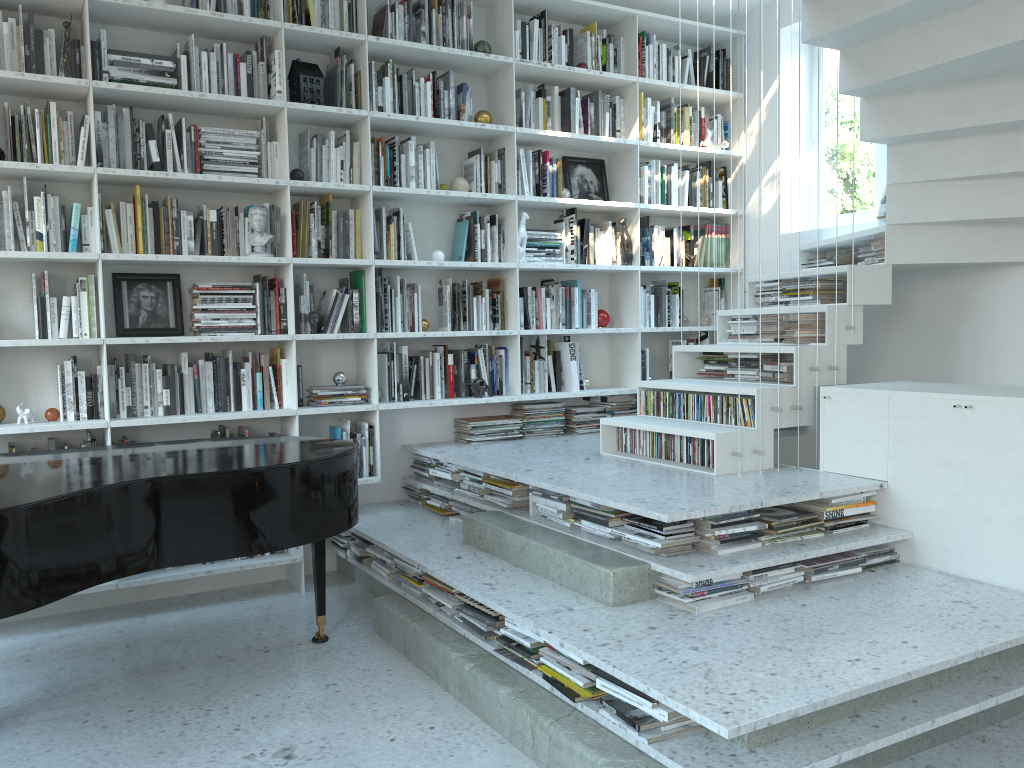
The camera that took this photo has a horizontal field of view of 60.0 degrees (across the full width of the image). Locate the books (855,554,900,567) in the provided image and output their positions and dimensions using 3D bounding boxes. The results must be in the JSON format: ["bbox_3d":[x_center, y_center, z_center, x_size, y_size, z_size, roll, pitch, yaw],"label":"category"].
[{"bbox_3d":[1.371,0.673,3.462,0.234,0.017,0.151,-3,4,-28],"label":"books"}]

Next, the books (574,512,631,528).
[{"bbox_3d":[0.379,0.515,3.450,0.177,0.026,0.230,-3,4,-29],"label":"books"}]

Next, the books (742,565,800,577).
[{"bbox_3d":[0.892,0.656,3.188,0.242,0.005,0.152,-3,4,-28],"label":"books"}]

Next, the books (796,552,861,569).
[{"bbox_3d":[1.137,0.647,3.315,0.274,0.009,0.176,-3,4,-29],"label":"books"}]

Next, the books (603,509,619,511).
[{"bbox_3d":[0.376,0.464,3.446,0.170,0.008,0.208,-3,4,-26],"label":"books"}]

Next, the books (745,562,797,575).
[{"bbox_3d":[0.890,0.647,3.189,0.220,0.013,0.148,-3,4,-30],"label":"books"}]

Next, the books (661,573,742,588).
[{"bbox_3d":[0.649,0.647,3.038,0.233,0.025,0.157,-3,4,-34],"label":"books"}]

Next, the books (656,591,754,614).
[{"bbox_3d":[0.659,0.725,3.029,0.262,0.023,0.200,-3,4,-31],"label":"books"}]

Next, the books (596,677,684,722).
[{"bbox_3d":[0.386,0.856,2.463,0.156,0.027,0.287,-4,4,-34],"label":"books"}]

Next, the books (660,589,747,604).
[{"bbox_3d":[0.649,0.709,3.046,0.264,0.006,0.164,-3,4,-28],"label":"books"}]

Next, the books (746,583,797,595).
[{"bbox_3d":[0.894,0.715,3.191,0.208,0.015,0.152,-3,4,-31],"label":"books"}]

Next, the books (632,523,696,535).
[{"bbox_3d":[0.530,0.509,3.217,0.132,0.009,0.269,-3,4,-25],"label":"books"}]

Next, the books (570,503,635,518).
[{"bbox_3d":[0.376,0.481,3.447,0.168,0.013,0.281,-3,4,-32],"label":"books"}]

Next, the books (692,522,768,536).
[{"bbox_3d":[0.774,0.511,3.219,0.230,0.015,0.190,-3,4,-24],"label":"books"}]

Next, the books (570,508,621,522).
[{"bbox_3d":[0.374,0.498,3.447,0.187,0.009,0.250,-3,4,-29],"label":"books"}]

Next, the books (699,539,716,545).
[{"bbox_3d":[0.759,0.556,3.250,0.207,0.012,0.131,-3,4,-33],"label":"books"}]

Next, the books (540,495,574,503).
[{"bbox_3d":[0.233,0.465,3.717,0.145,0.017,0.208,-3,4,-34],"label":"books"}]

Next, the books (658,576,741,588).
[{"bbox_3d":[0.643,0.664,3.051,0.257,0.010,0.132,-3,4,-25],"label":"books"}]

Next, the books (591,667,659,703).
[{"bbox_3d":[0.373,0.811,2.452,0.192,0.014,0.256,-3,4,-33],"label":"books"}]

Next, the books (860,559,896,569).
[{"bbox_3d":[1.372,0.686,3.461,0.179,0.010,0.160,-3,4,-29],"label":"books"}]

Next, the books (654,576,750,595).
[{"bbox_3d":[0.649,0.676,3.041,0.292,0.012,0.159,-3,4,-26],"label":"books"}]

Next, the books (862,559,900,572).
[{"bbox_3d":[1.374,0.694,3.457,0.261,0.006,0.151,-3,4,-33],"label":"books"}]

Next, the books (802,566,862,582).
[{"bbox_3d":[1.148,0.692,3.316,0.250,0.018,0.177,-3,4,-26],"label":"books"}]

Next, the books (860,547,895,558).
[{"bbox_3d":[1.366,0.650,3.468,0.228,0.014,0.133,-3,4,-30],"label":"books"}]

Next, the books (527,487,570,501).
[{"bbox_3d":[0.213,0.451,3.704,0.192,0.014,0.256,-3,4,-33],"label":"books"}]

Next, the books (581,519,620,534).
[{"bbox_3d":[0.387,0.542,3.457,0.155,0.028,0.189,-3,4,-28],"label":"books"}]

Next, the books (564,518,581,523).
[{"bbox_3d":[0.247,0.547,3.729,0.136,0.013,0.258,-3,4,-29],"label":"books"}]

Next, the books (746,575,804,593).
[{"bbox_3d":[0.900,0.699,3.177,0.232,0.019,0.169,-3,4,-34],"label":"books"}]

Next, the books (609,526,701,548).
[{"bbox_3d":[0.513,0.544,3.210,0.184,0.014,0.297,-3,4,-30],"label":"books"}]

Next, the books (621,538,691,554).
[{"bbox_3d":[0.520,0.577,3.216,0.161,0.014,0.212,-3,4,-25],"label":"books"}]

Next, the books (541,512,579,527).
[{"bbox_3d":[0.239,0.562,3.726,0.132,0.016,0.262,-3,4,-24],"label":"books"}]

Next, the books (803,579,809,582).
[{"bbox_3d":[1.138,0.704,3.336,0.249,0.009,0.144,-3,4,-30],"label":"books"}]

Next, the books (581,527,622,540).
[{"bbox_3d":[0.386,0.573,3.458,0.142,0.020,0.230,-3,4,-24],"label":"books"}]

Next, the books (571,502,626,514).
[{"bbox_3d":[0.376,0.471,3.447,0.171,0.007,0.260,-3,4,-31],"label":"books"}]

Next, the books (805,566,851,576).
[{"bbox_3d":[1.145,0.680,3.321,0.254,0.005,0.161,-3,4,-33],"label":"books"}]

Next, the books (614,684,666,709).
[{"bbox_3d":[0.386,0.835,2.461,0.164,0.015,0.243,-3,4,-25],"label":"books"}]

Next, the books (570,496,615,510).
[{"bbox_3d":[0.364,0.450,3.438,0.189,0.022,0.237,-3,4,-24],"label":"books"}]

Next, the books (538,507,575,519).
[{"bbox_3d":[0.231,0.530,3.719,0.167,0.024,0.192,-3,4,-28],"label":"books"}]

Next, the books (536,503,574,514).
[{"bbox_3d":[0.221,0.511,3.712,0.177,0.015,0.187,-3,4,-24],"label":"books"}]

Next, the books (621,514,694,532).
[{"bbox_3d":[0.526,0.498,3.215,0.149,0.014,0.228,-3,4,-31],"label":"books"}]

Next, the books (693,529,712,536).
[{"bbox_3d":[0.763,0.522,3.238,0.260,0.009,0.153,-3,4,-26],"label":"books"}]

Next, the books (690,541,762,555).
[{"bbox_3d":[0.769,0.583,3.235,0.216,0.015,0.177,-3,4,-31],"label":"books"}]

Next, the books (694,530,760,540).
[{"bbox_3d":[0.765,0.532,3.237,0.210,0.012,0.168,-3,4,-28],"label":"books"}]

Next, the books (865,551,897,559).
[{"bbox_3d":[1.369,0.660,3.464,0.225,0.007,0.133,-3,4,-25],"label":"books"}]

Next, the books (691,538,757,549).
[{"bbox_3d":[0.762,0.569,3.246,0.227,0.013,0.148,-3,4,-31],"label":"books"}]

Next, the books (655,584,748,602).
[{"bbox_3d":[0.648,0.702,3.045,0.285,0.008,0.159,-3,4,-31],"label":"books"}]

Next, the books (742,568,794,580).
[{"bbox_3d":[0.889,0.667,3.193,0.210,0.018,0.134,-3,4,-26],"label":"books"}]

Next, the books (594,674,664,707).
[{"bbox_3d":[0.380,0.822,2.457,0.176,0.010,0.266,-3,4,-33],"label":"books"}]

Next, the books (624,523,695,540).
[{"bbox_3d":[0.534,0.530,3.221,0.137,0.012,0.242,-3,4,-28],"label":"books"}]

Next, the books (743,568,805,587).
[{"bbox_3d":[0.895,0.682,3.185,0.272,0.012,0.158,-3,4,-31],"label":"books"}]

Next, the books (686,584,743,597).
[{"bbox_3d":[0.651,0.688,3.038,0.210,0.012,0.168,-3,4,-25],"label":"books"}]

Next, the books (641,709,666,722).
[{"bbox_3d":[0.404,0.877,2.474,0.137,0.019,0.224,-3,4,-28],"label":"books"}]

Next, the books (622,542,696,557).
[{"bbox_3d":[0.534,0.588,3.224,0.144,0.009,0.249,-3,4,-29],"label":"books"}]

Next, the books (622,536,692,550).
[{"bbox_3d":[0.525,0.563,3.218,0.152,0.015,0.208,-3,4,-32],"label":"books"}]

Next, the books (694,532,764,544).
[{"bbox_3d":[0.770,0.545,3.228,0.215,0.013,0.189,-3,4,-30],"label":"books"}]

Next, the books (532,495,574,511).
[{"bbox_3d":[0.225,0.489,3.713,0.174,0.029,0.250,-3,4,-31],"label":"books"}]

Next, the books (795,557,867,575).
[{"bbox_3d":[1.149,0.660,3.312,0.287,0.018,0.190,-3,4,-30],"label":"books"}]

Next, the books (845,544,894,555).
[{"bbox_3d":[1.366,0.639,3.467,0.215,0.007,0.130,-3,4,-27],"label":"books"}]

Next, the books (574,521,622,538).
[{"bbox_3d":[0.383,0.560,3.456,0.154,0.007,0.292,-3,4,-26],"label":"books"}]
